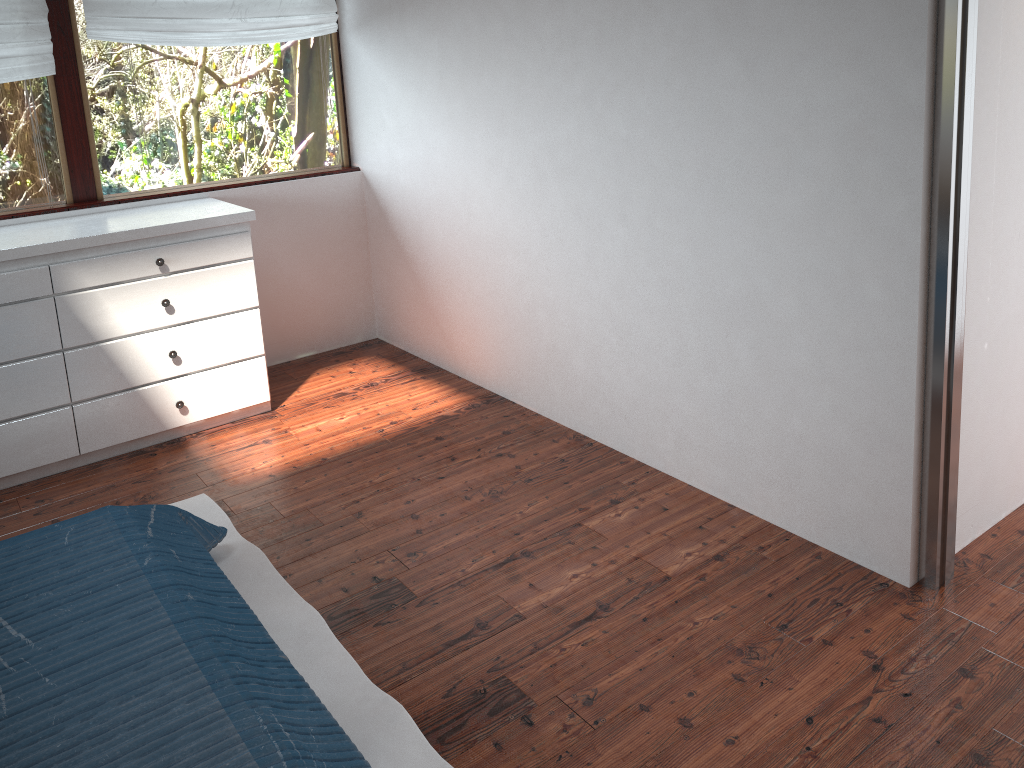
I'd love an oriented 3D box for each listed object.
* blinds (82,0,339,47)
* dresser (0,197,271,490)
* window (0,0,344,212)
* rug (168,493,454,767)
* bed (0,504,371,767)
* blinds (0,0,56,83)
[{"bbox_3d":[-1.325,-1.821,4.016,1.246,0.502,0.054,-17,17,-35],"label":"blinds"},{"bbox_3d":[-2.448,0.039,3.005,3.181,0.847,0.630,-18,20,-34],"label":"dresser"},{"bbox_3d":[0.716,-1.364,2.414,8.474,1.858,5.406,-18,24,-34],"label":"window"},{"bbox_3d":[-0.990,0.962,1.493,1.838,0.047,2.783,-17,25,-33],"label":"rug"},{"bbox_3d":[-1.391,0.764,1.136,2.626,0.739,2.197,-17,24,-33],"label":"bed"},{"bbox_3d":[-2.405,-1.405,3.249,1.252,0.620,0.054,-17,17,-35],"label":"blinds"}]
